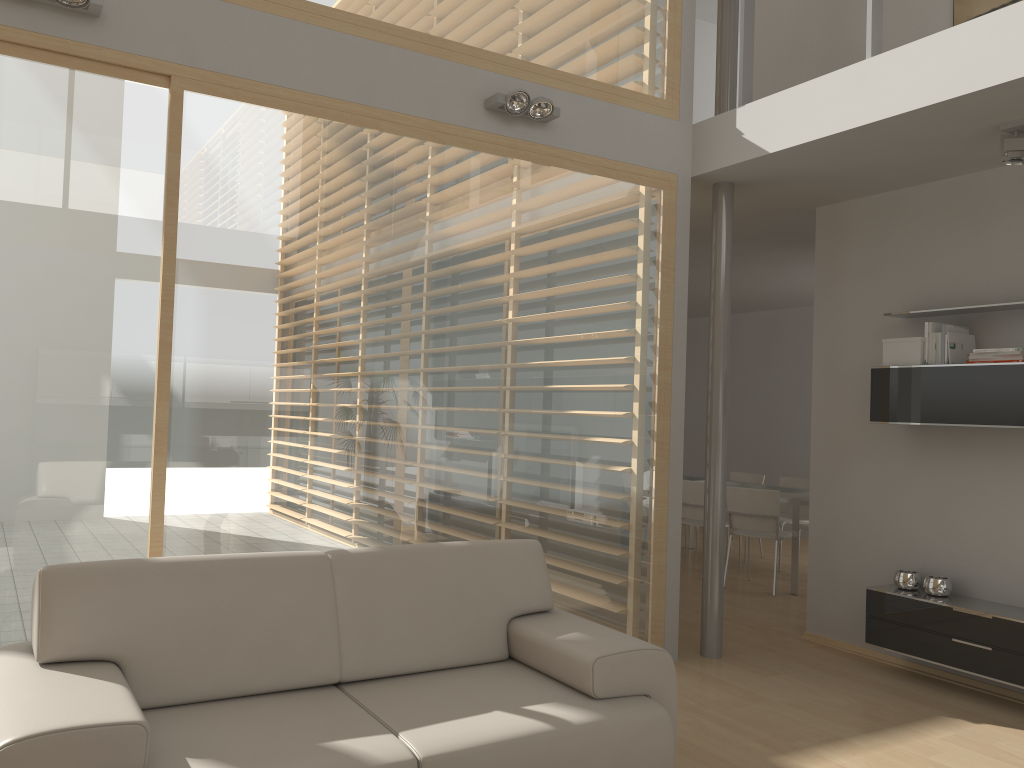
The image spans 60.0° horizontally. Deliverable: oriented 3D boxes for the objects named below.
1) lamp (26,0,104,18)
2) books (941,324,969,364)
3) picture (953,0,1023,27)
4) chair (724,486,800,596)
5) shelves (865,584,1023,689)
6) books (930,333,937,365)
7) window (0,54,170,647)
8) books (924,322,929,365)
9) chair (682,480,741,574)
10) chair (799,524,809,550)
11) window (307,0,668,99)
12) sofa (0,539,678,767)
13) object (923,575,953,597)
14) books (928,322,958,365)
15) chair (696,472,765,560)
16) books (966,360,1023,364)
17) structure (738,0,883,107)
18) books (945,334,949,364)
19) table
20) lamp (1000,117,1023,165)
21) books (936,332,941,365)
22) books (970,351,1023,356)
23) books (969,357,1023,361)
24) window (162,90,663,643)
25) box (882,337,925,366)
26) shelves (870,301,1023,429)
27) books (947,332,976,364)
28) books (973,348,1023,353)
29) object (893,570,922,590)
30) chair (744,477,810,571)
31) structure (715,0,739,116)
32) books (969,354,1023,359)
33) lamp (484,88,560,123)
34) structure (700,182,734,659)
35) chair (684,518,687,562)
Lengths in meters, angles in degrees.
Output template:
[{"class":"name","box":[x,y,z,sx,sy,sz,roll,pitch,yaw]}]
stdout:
[{"class":"lamp","box":[-1.697,-1.448,3.250,0.360,0.080,0.182,3,-2,-31]},{"class":"books","box":[2.304,-0.197,4.612,0.207,0.210,0.021,3,-2,-31]},{"class":"picture","box":[2.877,-2.716,4.158,0.010,1.800,1.684,3,-2,-31]},{"class":"chair","box":[2.014,1.234,7.144,0.455,0.807,0.501,0,-2,39]},{"class":"shelves","box":[3.146,1.245,3.086,0.300,0.312,4.236,3,-2,-31]},{"class":"books","box":[2.280,-0.176,4.658,0.230,0.169,0.027,3,-2,-31]},{"class":"window","box":[-2.507,0.001,2.894,2.525,2.500,0.020,3,-2,-31]},{"class":"books","box":[2.261,-0.205,4.695,0.230,0.227,0.017,3,-2,-31]},{"class":"chair","box":[1.684,1.242,7.768,0.501,0.807,0.455,3,-2,-36]},{"class":"chair","box":[2.813,1.278,7.688,0.501,0.807,0.455,3,-2,-31]},{"class":"window","box":[-0.197,-2.729,4.294,2.525,2.200,0.020,3,-2,-31]},{"class":"sofa","box":[-0.535,0.994,2.865,2.093,0.846,1.168,3,-2,-31]},{"class":"object","box":[2.239,1.063,4.661,0.143,0.091,0.143,2,-2,1]},{"class":"books","box":[2.277,-0.205,4.682,0.230,0.227,0.017,3,-2,-31]},{"class":"chair","box":[2.168,1.291,8.799,0.501,0.807,0.455,3,-2,-31]},{"class":"books","box":[2.433,-0.103,4.355,0.210,0.013,0.297,3,-2,-31]},{"class":"structure","box":[2.507,-1.935,2.752,0.080,0.900,5.400,3,-2,-31]},{"class":"books","box":[2.312,-0.171,4.599,0.207,0.156,0.009,3,-2,-31]},{"class":"table","box":[2.035,1.292,8.043,0.900,0.746,2.199,3,-2,-31]},{"class":"lamp","box":[2.270,-1.058,3.911,0.150,0.195,0.214,3,-2,-31]},{"class":"books","box":[2.302,-0.176,4.638,0.230,0.169,0.027,3,-2,-31]},{"class":"books","box":[2.428,-0.143,4.359,0.190,0.015,0.254,3,-2,-30]},{"class":"books","box":[2.431,-0.115,4.359,0.190,0.011,0.268,3,-2,-30]},{"class":"window","box":[-0.294,0.118,4.204,2.525,2.500,0.020,3,-2,-31]},{"class":"box","box":[2.171,-0.166,4.785,0.232,0.149,0.232,3,-2,-31]},{"class":"shelves","box":[3.187,0.048,3.124,0.300,0.914,4.236,3,-2,-31]},{"class":"books","box":[2.332,-0.177,4.593,0.230,0.169,0.023,3,-2,-31]},{"class":"books","box":[2.441,-0.158,4.363,0.230,0.017,0.227,3,-2,-36]},{"class":"object","box":[2.147,1.064,4.813,0.143,0.091,0.143,2,-2,1]},{"class":"chair","box":[2.508,1.286,8.255,0.501,0.807,0.455,3,-2,-31]},{"class":"structure","box":[1.273,-2.651,5.169,0.122,2.400,0.121,4,-2,-43]},{"class":"books","box":[2.426,-0.128,4.367,0.190,0.015,0.254,3,-2,-35]},{"class":"lamp","box":[0.068,-1.348,4.318,0.360,0.110,0.183,3,-2,-31]},{"class":"structure","box":[1.177,0.196,5.079,0.122,2.700,0.121,4,-2,-43]},{"class":"chair","box":[1.336,1.250,8.391,0.501,0.807,0.455,3,-2,-21]}]
